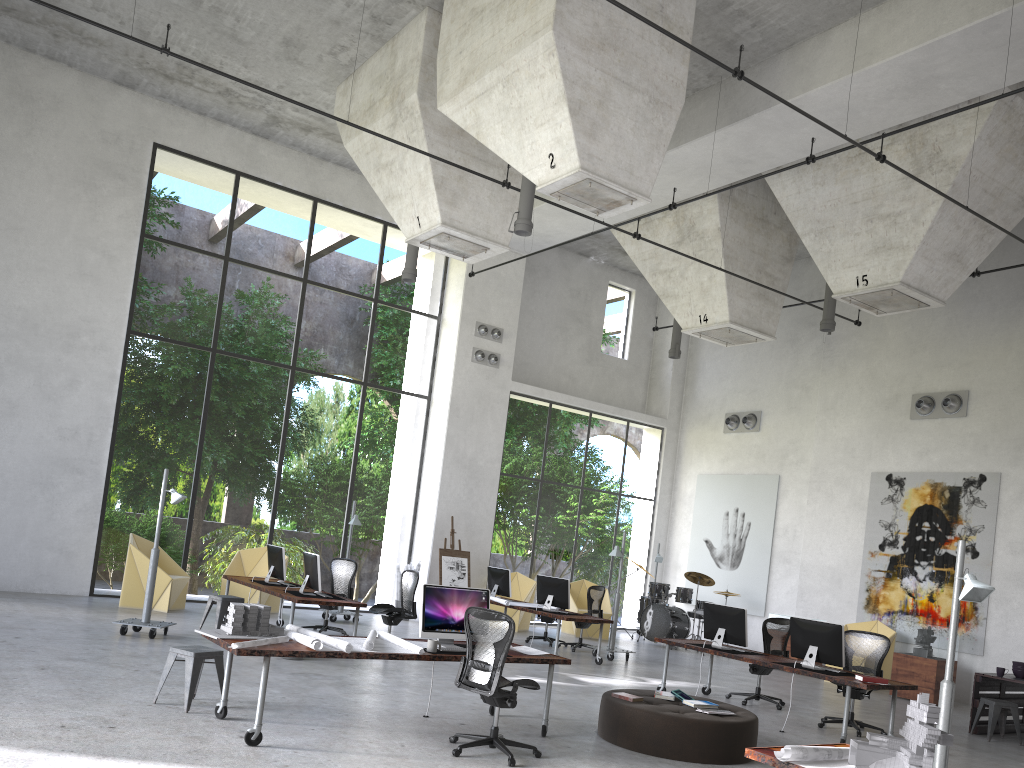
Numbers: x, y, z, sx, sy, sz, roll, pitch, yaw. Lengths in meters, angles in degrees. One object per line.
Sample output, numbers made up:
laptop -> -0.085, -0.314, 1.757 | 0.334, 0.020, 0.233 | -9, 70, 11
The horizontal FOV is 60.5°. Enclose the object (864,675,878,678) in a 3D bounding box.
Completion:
object -> 3.839, 3.130, 9.410 | 0.148, 0.011, 0.011 | 2, -8, 24

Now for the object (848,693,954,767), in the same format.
object -> 2.082, 1.894, 4.709 | 0.361, 0.516, 0.499 | 7, -6, 2

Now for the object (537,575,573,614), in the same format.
object -> 0.712, 3.400, 14.196 | 0.382, 0.548, 0.713 | 11, -8, -42

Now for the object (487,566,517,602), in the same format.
object -> -0.167, 3.527, 15.477 | 0.381, 0.548, 0.716 | 10, -8, -32

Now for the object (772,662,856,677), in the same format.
object -> 3.507, 3.272, 10.063 | 0.695, 0.008, 0.851 | 13, -12, -32

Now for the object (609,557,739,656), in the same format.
object -> 3.482, 4.677, 18.646 | 2.963, 1.728, 1.910 | 0, -10, 40

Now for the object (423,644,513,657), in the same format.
object -> -0.511, 2.396, 7.927 | 0.858, 0.008, 0.689 | 13, -12, -32

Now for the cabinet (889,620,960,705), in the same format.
cabinet -> 6.644, 4.484, 14.141 | 0.601, 1.245, 0.742 | 10, -5, -34

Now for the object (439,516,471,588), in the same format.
object -> -1.171, 3.647, 17.140 | 0.701, 2.127, 0.683 | 9, -4, -33

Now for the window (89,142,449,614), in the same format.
window -> -4.199, 0.320, 16.574 | 6.029, 7.789, 0.067 | 11, -4, -34

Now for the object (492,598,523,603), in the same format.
object -> -0.197, 3.807, 15.465 | 0.695, 0.008, 0.851 | 13, -12, -32

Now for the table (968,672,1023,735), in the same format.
table -> 7.035, 4.227, 11.186 | 1.523, 0.788, 1.604 | 13, -10, -33

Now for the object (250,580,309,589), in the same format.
object -> -3.443, 2.958, 12.966 | 0.695, 0.008, 0.851 | 13, -12, -32

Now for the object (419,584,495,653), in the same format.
object -> -0.478, 2.118, 7.942 | 0.722, 0.548, 0.377 | 12, -7, -32

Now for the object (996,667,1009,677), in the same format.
object -> 6.292, 3.702, 11.285 | 0.102, 0.108, 0.129 | 12, -9, -42

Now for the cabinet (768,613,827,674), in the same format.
cabinet -> 5.271, 4.842, 16.366 | 0.751, 1.005, 0.735 | 10, -6, -34

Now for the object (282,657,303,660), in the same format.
object -> -2.713, 3.229, 10.835 | 0.299, 0.296, 0.397 | 12, -9, -40

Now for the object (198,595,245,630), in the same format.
object -> -3.966, 3.195, 12.113 | 0.455, 0.527, 0.482 | 2, -8, 41

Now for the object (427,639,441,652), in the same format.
object -> -0.670, 2.258, 7.572 | 0.123, 0.099, 0.089 | 8, -6, -5

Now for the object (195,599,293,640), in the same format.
object -> -2.140, 1.921, 7.218 | 0.433, 0.302, 0.747 | -1, -12, 45

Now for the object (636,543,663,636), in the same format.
object -> 3.259, 4.724, 20.172 | 0.579, 2.136, 0.601 | 7, -3, 1

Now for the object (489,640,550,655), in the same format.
object -> 0.051, 2.478, 8.288 | 0.475, 0.085, 0.437 | 13, -12, -30

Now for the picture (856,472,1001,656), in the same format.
picture -> 7.187, 3.038, 15.337 | 0.021, 2.994, 2.355 | 9, -5, -34

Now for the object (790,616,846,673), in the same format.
object -> 3.538, 2.992, 10.075 | 0.381, 0.548, 0.716 | 10, -8, -32

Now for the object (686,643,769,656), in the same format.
object -> 2.733, 3.384, 11.192 | 0.695, 0.008, 0.851 | 13, -12, -32

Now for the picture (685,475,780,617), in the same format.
picture -> 4.831, 3.518, 19.540 | 0.021, 2.995, 2.337 | 9, -5, -34

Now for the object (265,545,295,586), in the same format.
object -> -3.413, 2.679, 12.977 | 0.381, 0.548, 0.716 | 10, -8, -32

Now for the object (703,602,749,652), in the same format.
object -> 2.764, 3.104, 11.203 | 0.381, 0.548, 0.716 | 10, -8, -32

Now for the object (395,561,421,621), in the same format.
object -> -2.063, 4.027, 17.157 | 0.438, 1.200, 0.418 | 5, -4, 34

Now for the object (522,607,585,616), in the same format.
object -> 0.681, 3.680, 14.185 | 0.698, 0.008, 0.848 | 16, -14, -42

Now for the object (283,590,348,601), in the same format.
object -> -2.657, 2.844, 11.815 | 0.694, 0.008, 0.852 | 12, -11, -27

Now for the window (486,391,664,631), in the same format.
window -> 1.490, 3.010, 19.690 | 4.614, 4.854, 0.020 | 11, -4, -34

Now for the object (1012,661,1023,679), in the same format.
object -> 6.616, 3.715, 11.412 | 0.216, 0.212, 0.193 | 11, -7, -33

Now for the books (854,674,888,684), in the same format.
books -> 3.848, 3.162, 9.409 | 0.285, 0.052, 0.205 | 7, -10, -2

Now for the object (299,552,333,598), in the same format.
object -> -2.626, 2.565, 11.827 | 0.380, 0.548, 0.717 | 9, -8, -27
